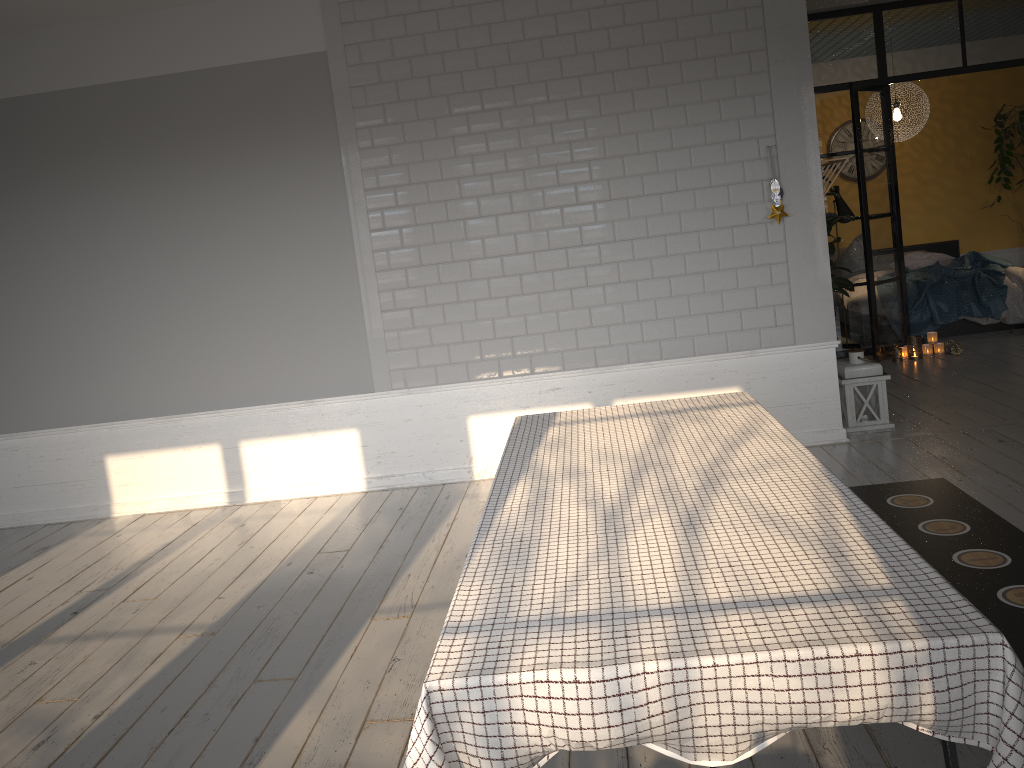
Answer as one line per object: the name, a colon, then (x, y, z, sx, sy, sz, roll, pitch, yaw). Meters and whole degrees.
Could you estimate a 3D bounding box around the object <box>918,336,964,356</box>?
object: (3.676, -0.336, 7.625, 0.192, 0.117, 0.722, -8, 9, -5)

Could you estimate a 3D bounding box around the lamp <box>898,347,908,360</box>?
lamp: (3.289, -0.257, 7.449, 0.080, 0.098, 0.081, 0, 10, 45)

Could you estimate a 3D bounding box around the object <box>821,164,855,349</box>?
object: (3.995, -1.157, 7.170, 3.893, 1.783, 1.019, -6, 6, 5)

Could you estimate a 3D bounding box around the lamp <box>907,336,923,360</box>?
lamp: (3.362, -0.302, 7.390, 0.115, 0.186, 0.115, -7, 6, 4)

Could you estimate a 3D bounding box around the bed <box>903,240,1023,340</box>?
bed: (4.261, -0.998, 9.148, 1.896, 0.764, 2.343, -6, 9, 6)

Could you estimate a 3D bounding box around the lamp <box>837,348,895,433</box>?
lamp: (2.135, 0.020, 5.439, 0.286, 0.474, 0.289, -7, 6, 4)

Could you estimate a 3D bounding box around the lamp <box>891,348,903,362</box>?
lamp: (3.218, -0.243, 7.393, 0.084, 0.109, 0.085, -10, 7, -19)

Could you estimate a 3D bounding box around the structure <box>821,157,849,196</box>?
structure: (1.821, -1.480, 5.255, 0.185, 0.770, 0.499, -7, 6, 6)

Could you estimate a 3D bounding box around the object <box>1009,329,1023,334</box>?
object: (4.600, -0.468, 7.912, 0.088, 0.053, 0.327, -12, 10, -30)

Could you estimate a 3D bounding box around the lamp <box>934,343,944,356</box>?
lamp: (3.588, -0.292, 7.433, 0.080, 0.098, 0.081, 0, 10, 45)

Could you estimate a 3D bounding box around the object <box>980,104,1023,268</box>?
object: (5.737, -1.999, 9.690, 1.346, 2.190, 1.256, -8, 6, -8)

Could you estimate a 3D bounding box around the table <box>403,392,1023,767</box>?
table: (0.383, 0.610, 2.192, 0.930, 0.778, 2.043, -7, 9, 5)

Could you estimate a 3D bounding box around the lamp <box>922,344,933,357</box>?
lamp: (3.499, -0.284, 7.448, 0.080, 0.098, 0.081, 0, 10, 45)

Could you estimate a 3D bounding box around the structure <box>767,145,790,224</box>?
structure: (1.480, -1.121, 4.984, 0.134, 0.444, 0.078, -8, 5, -7)

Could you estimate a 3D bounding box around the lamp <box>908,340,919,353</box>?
lamp: (3.483, -0.323, 7.680, 0.081, 0.106, 0.081, -7, 7, 5)

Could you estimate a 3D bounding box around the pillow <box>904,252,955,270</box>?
pillow: (4.398, -1.307, 9.544, 0.597, 0.225, 0.485, -13, 10, -35)

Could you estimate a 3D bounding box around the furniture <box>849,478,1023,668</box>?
furniture: (1.186, 0.680, 2.167, 0.465, 0.452, 1.684, -6, 9, 6)

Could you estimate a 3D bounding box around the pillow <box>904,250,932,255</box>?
pillow: (4.464, -1.327, 9.946, 0.775, 0.294, 0.532, -6, 8, 5)

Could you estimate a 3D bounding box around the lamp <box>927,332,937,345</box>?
lamp: (3.530, -0.384, 7.429, 0.080, 0.098, 0.081, 0, 10, 45)

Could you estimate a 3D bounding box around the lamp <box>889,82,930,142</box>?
lamp: (3.906, -3.021, 9.028, 0.621, 1.088, 0.616, -13, 9, -44)

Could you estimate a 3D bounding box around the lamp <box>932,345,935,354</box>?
lamp: (3.568, -0.298, 7.543, 0.069, 0.080, 0.069, -6, 7, 13)

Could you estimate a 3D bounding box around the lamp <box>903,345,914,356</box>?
lamp: (3.364, -0.275, 7.501, 0.080, 0.098, 0.081, 0, 10, 45)
